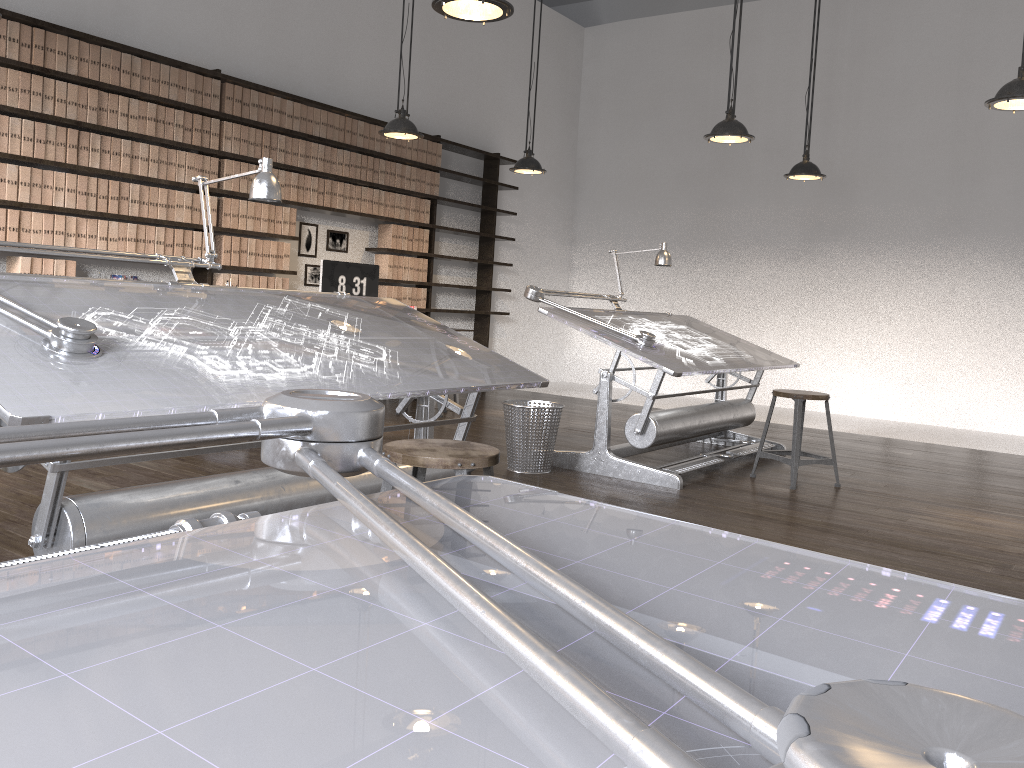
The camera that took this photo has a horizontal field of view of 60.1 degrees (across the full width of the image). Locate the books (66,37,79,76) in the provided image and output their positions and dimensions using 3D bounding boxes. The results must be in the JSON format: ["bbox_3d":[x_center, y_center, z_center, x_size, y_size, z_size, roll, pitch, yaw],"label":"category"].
[{"bbox_3d":[-2.784,-2.032,5.527,0.175,0.225,0.067,6,3,35],"label":"books"}]

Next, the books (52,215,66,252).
[{"bbox_3d":[-2.872,-0.942,5.535,0.175,0.225,0.067,6,3,35],"label":"books"}]

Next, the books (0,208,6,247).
[{"bbox_3d":[-3.078,-0.929,5.252,0.175,0.225,0.067,6,3,35],"label":"books"}]

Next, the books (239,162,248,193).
[{"bbox_3d":[-2.059,-1.540,6.629,0.175,0.225,0.067,6,3,35],"label":"books"}]

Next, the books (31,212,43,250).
[{"bbox_3d":[-2.953,-0.937,5.426,0.175,0.225,0.067,6,3,35],"label":"books"}]

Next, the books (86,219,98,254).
[{"bbox_3d":[-2.755,-0.951,5.712,0.175,0.225,0.067,6,3,35],"label":"books"}]

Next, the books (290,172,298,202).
[{"bbox_3d":[-1.782,-1.559,7.026,0.175,0.225,0.067,6,3,35],"label":"books"}]

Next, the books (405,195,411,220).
[{"bbox_3d":[-1.021,-1.612,8.123,0.175,0.225,0.067,6,3,35],"label":"books"}]

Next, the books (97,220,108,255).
[{"bbox_3d":[-2.711,-0.953,5.767,0.175,0.225,0.067,6,3,35],"label":"books"}]

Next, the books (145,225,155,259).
[{"bbox_3d":[-2.520,-0.967,6.049,0.175,0.225,0.067,6,3,35],"label":"books"}]

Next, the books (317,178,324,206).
[{"bbox_3d":[-1.627,-1.570,7.259,0.175,0.225,0.067,6,3,35],"label":"books"}]

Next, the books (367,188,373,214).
[{"bbox_3d":[-1.298,-1.592,7.719,0.175,0.225,0.067,6,3,35],"label":"books"}]

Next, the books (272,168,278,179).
[{"bbox_3d":[-1.899,-1.551,6.861,0.175,0.225,0.067,6,3,35],"label":"books"}]

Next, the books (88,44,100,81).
[{"bbox_3d":[-2.706,-2.038,5.643,0.175,0.225,0.067,6,3,35],"label":"books"}]

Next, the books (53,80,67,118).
[{"bbox_3d":[-2.837,-1.753,5.484,0.175,0.225,0.067,6,3,35],"label":"books"}]

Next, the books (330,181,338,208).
[{"bbox_3d":[-1.541,-1.576,7.382,0.175,0.225,0.067,6,3,35],"label":"books"}]

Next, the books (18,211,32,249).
[{"bbox_3d":[-2.992,-0.935,5.374,0.175,0.225,0.067,6,3,35],"label":"books"}]

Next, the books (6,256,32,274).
[{"bbox_3d":[-3.001,-0.662,5.385,0.175,0.225,0.067,6,3,35],"label":"books"}]

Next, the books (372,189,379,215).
[{"bbox_3d":[-1.257,-1.595,7.778,0.175,0.225,0.067,6,3,35],"label":"books"}]

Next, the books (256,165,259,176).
[{"bbox_3d":[-1.984,-1.546,6.749,0.175,0.225,0.067,6,3,35],"label":"books"}]

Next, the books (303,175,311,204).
[{"bbox_3d":[-1.708,-1.565,7.143,0.175,0.225,0.067,6,3,35],"label":"books"}]

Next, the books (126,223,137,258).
[{"bbox_3d":[-2.595,-0.961,5.932,0.175,0.225,0.067,6,3,35],"label":"books"}]

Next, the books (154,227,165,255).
[{"bbox_3d":[-2.476,-0.969,6.105,0.175,0.225,0.067,6,3,35],"label":"books"}]

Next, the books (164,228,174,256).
[{"bbox_3d":[-2.439,-0.973,6.166,0.175,0.225,0.067,6,3,35],"label":"books"}]

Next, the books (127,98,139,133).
[{"bbox_3d":[-2.561,-1.772,5.882,0.175,0.225,0.067,6,3,35],"label":"books"}]

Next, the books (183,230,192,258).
[{"bbox_3d":[-2.354,-0.979,6.288,0.175,0.225,0.067,6,3,35],"label":"books"}]

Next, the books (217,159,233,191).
[{"bbox_3d":[-2.140,-1.535,6.520,0.175,0.225,0.067,6,3,35],"label":"books"}]

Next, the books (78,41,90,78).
[{"bbox_3d":[-2.747,-2.035,5.587,0.175,0.225,0.067,6,3,35],"label":"books"}]

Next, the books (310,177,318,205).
[{"bbox_3d":[-1.664,-1.567,7.198,0.175,0.225,0.067,6,3,35],"label":"books"}]

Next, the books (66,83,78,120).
[{"bbox_3d":[-2.797,-1.756,5.544,0.175,0.225,0.067,6,3,35],"label":"books"}]

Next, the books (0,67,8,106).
[{"bbox_3d":[-3.041,-1.740,5.201,0.175,0.225,0.067,6,3,35],"label":"books"}]

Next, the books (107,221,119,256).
[{"bbox_3d":[-2.671,-0.956,5.828,0.175,0.225,0.067,6,3,35],"label":"books"}]

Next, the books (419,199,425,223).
[{"bbox_3d":[-0.905,-1.620,8.292,0.175,0.225,0.067,6,3,35],"label":"books"}]

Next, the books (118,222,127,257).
[{"bbox_3d":[-2.637,-0.959,5.880,0.175,0.225,0.067,6,3,35],"label":"books"}]

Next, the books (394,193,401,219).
[{"bbox_3d":[-1.096,-1.606,8.010,0.175,0.225,0.067,6,3,35],"label":"books"}]

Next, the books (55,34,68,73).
[{"bbox_3d":[-2.823,-2.029,5.466,0.175,0.225,0.067,6,3,35],"label":"books"}]

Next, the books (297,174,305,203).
[{"bbox_3d":[-1.748,-1.562,7.085,0.175,0.225,0.067,6,3,35],"label":"books"}]

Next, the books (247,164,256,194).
[{"bbox_3d":[-2.020,-1.543,6.690,0.175,0.225,0.067,6,3,35],"label":"books"}]

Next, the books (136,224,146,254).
[{"bbox_3d":[-2.561,-0.964,5.991,0.175,0.225,0.067,6,3,35],"label":"books"}]

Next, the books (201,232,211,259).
[{"bbox_3d":[-2.263,-0.984,6.412,0.175,0.225,0.067,6,3,35],"label":"books"}]

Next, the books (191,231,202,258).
[{"bbox_3d":[-2.307,-0.981,6.347,0.175,0.225,0.067,6,3,35],"label":"books"}]

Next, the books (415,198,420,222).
[{"bbox_3d":[-0.946,-1.617,8.234,0.175,0.225,0.067,6,3,35],"label":"books"}]

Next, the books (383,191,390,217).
[{"bbox_3d":[-1.181,-1.601,7.899,0.175,0.225,0.067,6,3,35],"label":"books"}]

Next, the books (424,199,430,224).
[{"bbox_3d":[-0.861,-1.622,8.348,0.175,0.225,0.067,6,3,35],"label":"books"}]

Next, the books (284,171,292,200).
[{"bbox_3d":[-1.824,-1.557,6.974,0.175,0.225,0.067,6,3,35],"label":"books"}]

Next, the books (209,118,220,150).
[{"bbox_3d":[-2.198,-1.798,6.403,0.175,0.225,0.067,6,3,35],"label":"books"}]

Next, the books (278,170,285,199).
[{"bbox_3d":[-1.859,-1.554,6.921,0.175,0.225,0.067,6,3,35],"label":"books"}]

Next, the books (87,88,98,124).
[{"bbox_3d":[-2.720,-1.761,5.649,0.175,0.225,0.067,6,3,35],"label":"books"}]

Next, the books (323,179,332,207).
[{"bbox_3d":[-1.579,-1.573,7.318,0.175,0.225,0.067,6,3,35],"label":"books"}]

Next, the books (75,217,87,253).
[{"bbox_3d":[-2.796,-0.948,5.656,0.175,0.225,0.067,6,3,35],"label":"books"}]

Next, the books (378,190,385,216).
[{"bbox_3d":[-1.218,-1.598,7.839,0.175,0.225,0.067,6,3,35],"label":"books"}]

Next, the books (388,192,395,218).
[{"bbox_3d":[-1.140,-1.604,7.955,0.175,0.225,0.067,6,3,35],"label":"books"}]

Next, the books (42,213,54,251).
[{"bbox_3d":[-2.913,-0.939,5.475,0.175,0.225,0.067,6,3,35],"label":"books"}]

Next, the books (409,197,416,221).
[{"bbox_3d":[-0.979,-1.614,8.175,0.175,0.225,0.067,6,3,35],"label":"books"}]

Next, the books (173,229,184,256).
[{"bbox_3d":[-2.392,-0.975,6.224,0.175,0.225,0.067,6,3,35],"label":"books"}]

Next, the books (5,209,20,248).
[{"bbox_3d":[-3.030,-0.932,5.310,0.175,0.225,0.067,6,3,35],"label":"books"}]

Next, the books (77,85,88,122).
[{"bbox_3d":[-2.762,-1.759,5.597,0.175,0.225,0.067,6,3,35],"label":"books"}]

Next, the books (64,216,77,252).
[{"bbox_3d":[-2.833,-0.945,5.596,0.175,0.225,0.067,6,3,35],"label":"books"}]
